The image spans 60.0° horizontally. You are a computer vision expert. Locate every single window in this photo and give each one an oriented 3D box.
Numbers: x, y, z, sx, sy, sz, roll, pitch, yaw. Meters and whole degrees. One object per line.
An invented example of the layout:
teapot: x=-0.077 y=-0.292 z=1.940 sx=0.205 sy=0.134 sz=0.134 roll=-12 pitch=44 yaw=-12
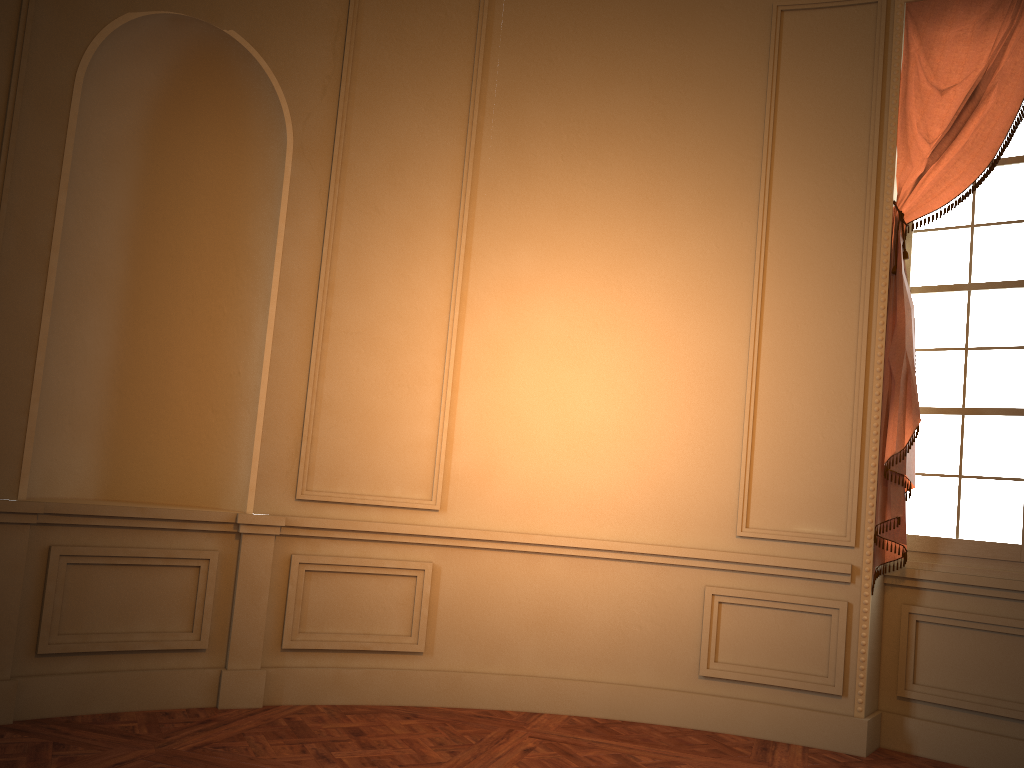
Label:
window: x=2.527 y=-0.490 z=4.209 sx=1.276 sy=2.830 sz=0.049 roll=1 pitch=-6 yaw=36

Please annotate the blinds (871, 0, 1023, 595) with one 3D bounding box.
blinds: x=2.359 y=-0.466 z=3.969 sx=1.302 sy=2.970 sz=0.293 roll=1 pitch=-6 yaw=36
